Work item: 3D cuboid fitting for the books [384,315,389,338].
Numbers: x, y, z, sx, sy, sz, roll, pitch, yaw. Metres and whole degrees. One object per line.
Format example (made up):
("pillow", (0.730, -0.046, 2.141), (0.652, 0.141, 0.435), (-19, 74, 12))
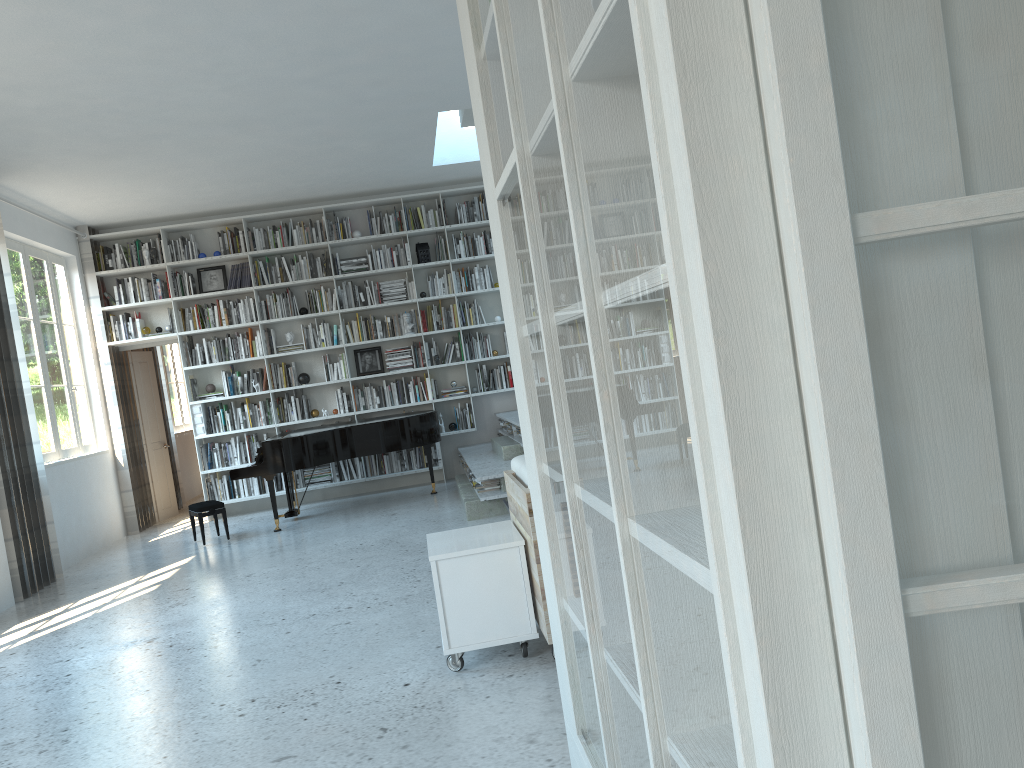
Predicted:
("books", (-1.368, -0.625, 9.710), (0.014, 0.259, 0.161), (-9, 2, -6))

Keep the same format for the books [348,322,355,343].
("books", (-1.748, -0.558, 9.669), (0.042, 0.242, 0.162), (-9, 2, -6))

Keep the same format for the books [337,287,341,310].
("books", (-1.876, -0.918, 9.653), (0.012, 0.254, 0.161), (-9, 2, -6))

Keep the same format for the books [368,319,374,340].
("books", (-1.539, -0.587, 9.695), (0.025, 0.236, 0.137), (-9, 2, -6))

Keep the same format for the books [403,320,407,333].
("books", (-1.169, -0.627, 9.734), (0.035, 0.201, 0.149), (-9, 2, -6))

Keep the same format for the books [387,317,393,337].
("books", (-1.333, -0.613, 9.699), (0.029, 0.224, 0.185), (-9, 2, -6))

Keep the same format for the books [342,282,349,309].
("books", (-1.807, -0.950, 9.647), (0.026, 0.297, 0.179), (-9, 2, -6))

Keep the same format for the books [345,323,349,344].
("books", (-1.799, -0.547, 9.677), (0.011, 0.235, 0.141), (-9, 2, -6))

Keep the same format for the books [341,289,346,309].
("books", (-1.830, -0.912, 9.663), (0.027, 0.228, 0.147), (-9, 2, -6))

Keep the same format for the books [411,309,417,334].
("books", (-1.076, -0.681, 9.754), (0.025, 0.279, 0.108), (-9, 2, -6))

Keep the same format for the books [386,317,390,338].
("books", (-1.354, -0.615, 9.707), (0.010, 0.234, 0.175), (-9, 2, -6))

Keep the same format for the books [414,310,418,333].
("books", (-1.054, -0.677, 9.740), (0.014, 0.266, 0.153), (-9, 2, -6))

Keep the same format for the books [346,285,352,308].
("books", (-1.765, -0.940, 9.645), (0.025, 0.266, 0.185), (-9, 2, -6))

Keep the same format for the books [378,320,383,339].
("books", (-1.435, -0.593, 9.700), (0.030, 0.215, 0.168), (-9, 2, -6))

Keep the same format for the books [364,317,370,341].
("books", (-1.581, -0.593, 9.703), (0.028, 0.259, 0.134), (-9, 2, -6))

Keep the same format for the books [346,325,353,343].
("books", (-1.763, -0.539, 9.656), (0.053, 0.209, 0.156), (-9, 2, -6))

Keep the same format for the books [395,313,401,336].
("books", (-1.246, -0.644, 9.717), (0.025, 0.259, 0.150), (-9, 2, -6))

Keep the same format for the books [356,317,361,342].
("books", (-1.673, -0.591, 9.693), (0.010, 0.284, 0.136), (-9, 2, -6))

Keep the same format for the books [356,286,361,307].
("books", (-1.670, -0.942, 9.666), (0.011, 0.239, 0.147), (-9, 2, -6))

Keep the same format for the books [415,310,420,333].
("books", (-1.041, -0.677, 9.753), (0.014, 0.261, 0.137), (-9, 2, -6))

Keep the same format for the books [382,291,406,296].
("books", (-1.293, -0.984, 9.713), (0.254, 0.012, 0.161), (-9, 1, -8))

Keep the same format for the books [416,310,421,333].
("books", (-1.025, -0.681, 9.762), (0.023, 0.265, 0.107), (-9, 2, -6))

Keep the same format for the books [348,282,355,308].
("books", (-1.743, -0.959, 9.665), (0.029, 0.295, 0.151), (-9, 2, -6))

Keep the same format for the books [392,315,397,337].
("books", (-1.285, -0.630, 9.695), (0.012, 0.245, 0.186), (-9, 2, -6))

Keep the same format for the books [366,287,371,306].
("books", (-1.563, -0.946, 9.678), (0.024, 0.216, 0.148), (-9, 2, -6))

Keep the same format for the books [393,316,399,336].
("books", (-1.270, -0.626, 9.734), (0.025, 0.230, 0.143), (-9, 2, -6))

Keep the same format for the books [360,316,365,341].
("books", (-1.621, -0.597, 9.669), (0.010, 0.281, 0.170), (-9, 2, -6))

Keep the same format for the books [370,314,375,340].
("books", (-1.523, -0.614, 9.689), (0.013, 0.284, 0.176), (-9, 2, -6))

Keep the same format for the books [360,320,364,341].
("books", (-1.631, -0.578, 9.686), (0.010, 0.245, 0.149), (-9, 2, -6))

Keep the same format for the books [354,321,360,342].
("books", (-1.688, -0.567, 9.679), (0.029, 0.240, 0.155), (-9, 2, -6))

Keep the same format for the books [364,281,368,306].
("books", (-1.592, -0.977, 9.681), (0.022, 0.285, 0.130), (-9, 2, -6))

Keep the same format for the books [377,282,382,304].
("books", (-1.447, -0.979, 9.674), (0.013, 0.247, 0.176), (-9, 2, -6))

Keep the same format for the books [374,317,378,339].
("books", (-1.484, -0.604, 9.707), (0.011, 0.251, 0.130), (-9, 2, -6))

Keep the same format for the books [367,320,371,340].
("books", (-1.556, -0.580, 9.686), (0.012, 0.228, 0.169), (-9, 2, -6))

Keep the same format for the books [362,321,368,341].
("books", (-1.603, -0.574, 9.695), (0.024, 0.228, 0.147), (-9, 2, -6))

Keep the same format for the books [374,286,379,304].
("books", (-1.480, -0.959, 9.691), (0.024, 0.216, 0.132), (-9, 2, -6))

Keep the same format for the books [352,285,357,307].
("books", (-1.709, -0.942, 9.664), (0.011, 0.252, 0.153), (-9, 2, -6))

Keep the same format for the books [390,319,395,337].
("books", (-1.303, -0.605, 9.704), (0.029, 0.200, 0.178), (-9, 2, -6))

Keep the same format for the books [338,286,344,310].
("books", (-1.857, -0.927, 9.644), (0.026, 0.267, 0.170), (-9, 2, -6))

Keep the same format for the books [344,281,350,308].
("books", (-1.791, -0.961, 9.668), (0.014, 0.313, 0.133), (-9, 2, -6))

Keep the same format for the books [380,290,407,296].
("books", (-1.295, -0.995, 9.716), (0.285, 0.012, 0.159), (-9, 1, -5))

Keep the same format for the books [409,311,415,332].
("books", (-1.098, -0.667, 9.741), (0.025, 0.260, 0.130), (-9, 2, -6))

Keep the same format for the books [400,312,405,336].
("books", (-1.202, -0.651, 9.732), (0.024, 0.259, 0.126), (-9, 2, -6))

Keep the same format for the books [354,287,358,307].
("books", (-1.695, -0.935, 9.666), (0.014, 0.233, 0.147), (-9, 2, -6))

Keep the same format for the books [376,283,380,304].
("books", (-1.462, -0.976, 9.685), (0.015, 0.245, 0.183), (-9, 2, -6))

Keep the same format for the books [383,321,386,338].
("books", (-1.396, -0.591, 9.717), (0.050, 0.199, 0.145), (-9, 2, -6))

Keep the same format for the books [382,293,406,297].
("books", (-1.291, -0.971, 9.714), (0.254, 0.012, 0.161), (-9, 1, -4))

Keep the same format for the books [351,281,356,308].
("books", (-1.723, -0.964, 9.659), (0.011, 0.300, 0.179), (-9, 2, -6))

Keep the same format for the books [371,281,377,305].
("books", (-1.504, -0.982, 9.673), (0.021, 0.269, 0.191), (-9, 2, -6))

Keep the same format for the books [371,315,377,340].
("books", (-1.501, -0.609, 9.677), (0.027, 0.268, 0.189), (-9, 2, -6))

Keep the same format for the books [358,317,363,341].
("books", (-1.641, -0.587, 9.652), (0.015, 0.267, 0.189), (-9, 2, -6))

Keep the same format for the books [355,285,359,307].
("books", (-1.683, -0.945, 9.663), (0.014, 0.250, 0.172), (-9, 2, -6))

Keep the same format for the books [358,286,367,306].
("books", (-1.630, -0.946, 9.664), (0.066, 0.237, 0.153), (-9, 2, -6))

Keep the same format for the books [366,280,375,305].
("books", (-1.542, -0.987, 9.682), (0.049, 0.291, 0.162), (-9, 2, -6))

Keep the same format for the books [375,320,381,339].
("books", (-1.462, -0.589, 9.696), (0.024, 0.216, 0.175), (-9, 2, -6))

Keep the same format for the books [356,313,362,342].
("books", (-1.659, -0.610, 9.650), (0.014, 0.317, 0.188), (-9, 2, -6))

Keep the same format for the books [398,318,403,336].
("books", (-1.221, -0.622, 9.737), (0.022, 0.207, 0.114), (-9, 2, -6))

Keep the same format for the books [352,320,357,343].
("books", (-1.716, -0.566, 9.682), (0.026, 0.248, 0.139), (-9, 2, -6))
